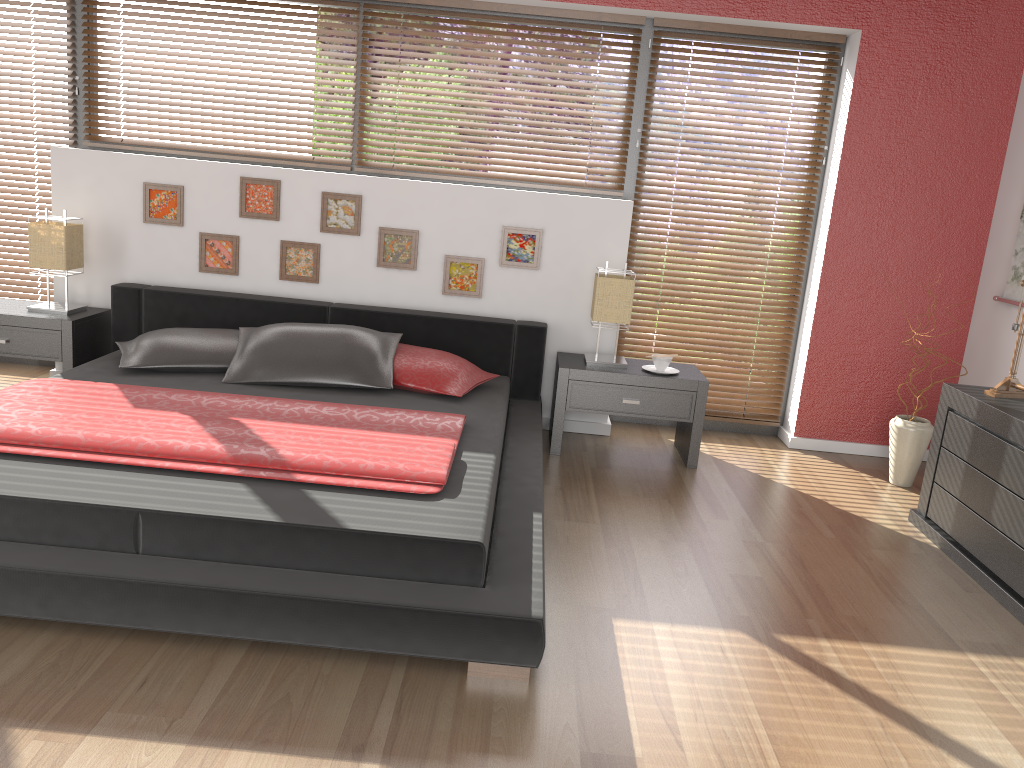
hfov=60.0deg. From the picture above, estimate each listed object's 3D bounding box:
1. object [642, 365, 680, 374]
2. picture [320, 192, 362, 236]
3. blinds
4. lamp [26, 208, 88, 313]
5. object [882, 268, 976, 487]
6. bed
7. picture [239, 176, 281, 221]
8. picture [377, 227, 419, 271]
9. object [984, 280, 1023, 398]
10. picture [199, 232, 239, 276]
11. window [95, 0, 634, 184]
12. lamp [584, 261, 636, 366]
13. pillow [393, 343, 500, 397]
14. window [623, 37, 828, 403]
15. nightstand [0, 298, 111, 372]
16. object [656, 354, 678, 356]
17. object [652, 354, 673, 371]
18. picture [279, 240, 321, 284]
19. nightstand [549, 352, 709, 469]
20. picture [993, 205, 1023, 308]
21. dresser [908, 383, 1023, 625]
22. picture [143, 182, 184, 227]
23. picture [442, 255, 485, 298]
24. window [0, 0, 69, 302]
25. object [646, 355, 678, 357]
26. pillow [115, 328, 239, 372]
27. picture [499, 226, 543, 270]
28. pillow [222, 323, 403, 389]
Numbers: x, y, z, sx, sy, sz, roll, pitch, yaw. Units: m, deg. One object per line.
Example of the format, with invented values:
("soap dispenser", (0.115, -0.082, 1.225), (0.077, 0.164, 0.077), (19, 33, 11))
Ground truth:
("object", (0.710, -0.066, 4.239), (0.179, 0.012, 0.179), (11, 14, 25))
("picture", (-0.852, -0.848, 4.418), (0.200, 0.200, 0.010), (5, 13, 0))
("blinds", (-0.847, -0.972, 4.683), (4.840, 1.952, 0.032), (5, 13, 0))
("lamp", (-2.208, -0.606, 4.302), (0.200, 0.480, 0.200), (5, 13, 0))
("object", (1.856, -0.028, 4.146), (0.422, 1.035, 0.364), (0, 14, -24))
("bed", (-1.094, 0.109, 3.363), (2.469, 0.577, 2.413), (5, 13, 0))
("picture", (-1.255, -0.921, 4.413), (0.200, 0.200, 0.010), (5, 13, 0))
("picture", (-0.573, -0.678, 4.448), (0.200, 0.200, 0.010), (5, 13, 0))
("object", (1.991, -0.148, 3.209), (0.173, 0.498, 0.490), (2, 13, -14))
("picture", (-1.480, -0.656, 4.480), (0.200, 0.200, 0.010), (5, 13, 0))
("window", (-0.789, -1.549, 4.621), (2.817, 0.786, 0.020), (5, 13, 0))
("lamp", (0.477, -0.349, 4.280), (0.200, 0.480, 0.200), (5, 13, 0))
("pillow", (-0.473, -0.079, 4.040), (0.745, 0.172, 0.418), (10, 14, 19))
("window", (1.101, -0.835, 4.725), (0.889, 1.893, 0.020), (5, 13, 0))
("nightstand", (-2.410, -0.165, 4.367), (0.700, 0.423, 0.413), (5, 13, 0))
("object", (0.720, -0.135, 4.228), (0.192, 0.007, 0.007), (-3, 16, -34))
("object", (0.713, -0.098, 4.232), (0.099, 0.069, 0.099), (11, 14, 25))
("picture", (-1.071, -0.616, 4.476), (0.200, 0.200, 0.010), (5, 13, 0))
("nightstand", (0.552, 0.120, 4.342), (0.700, 0.423, 0.413), (5, 13, 0))
("picture", (2.390, -0.942, 3.817), (0.028, 1.270, 0.701), (5, 13, 0))
("dresser", (1.949, 0.498, 2.843), (0.540, 0.608, 1.740), (5, 13, 0))
("picture", (-1.743, -0.898, 4.433), (0.200, 0.200, 0.010), (5, 13, 0))
("picture", (-0.246, -0.541, 4.469), (0.200, 0.200, 0.010), (5, 13, 0))
("window", (-2.782, -1.208, 4.757), (0.889, 1.893, 0.020), (5, 13, 0))
("object", (0.712, -0.131, 4.207), (0.192, 0.007, 0.007), (-2, 15, -29))
("pillow", (-1.382, -0.154, 3.995), (0.745, 0.172, 0.418), (0, 14, -24))
("picture", (0.044, -0.679, 4.429), (0.200, 0.200, 0.010), (5, 13, 0))
("pillow", (-0.870, -0.136, 3.895), (0.744, 0.241, 0.386), (4, 13, -4))
